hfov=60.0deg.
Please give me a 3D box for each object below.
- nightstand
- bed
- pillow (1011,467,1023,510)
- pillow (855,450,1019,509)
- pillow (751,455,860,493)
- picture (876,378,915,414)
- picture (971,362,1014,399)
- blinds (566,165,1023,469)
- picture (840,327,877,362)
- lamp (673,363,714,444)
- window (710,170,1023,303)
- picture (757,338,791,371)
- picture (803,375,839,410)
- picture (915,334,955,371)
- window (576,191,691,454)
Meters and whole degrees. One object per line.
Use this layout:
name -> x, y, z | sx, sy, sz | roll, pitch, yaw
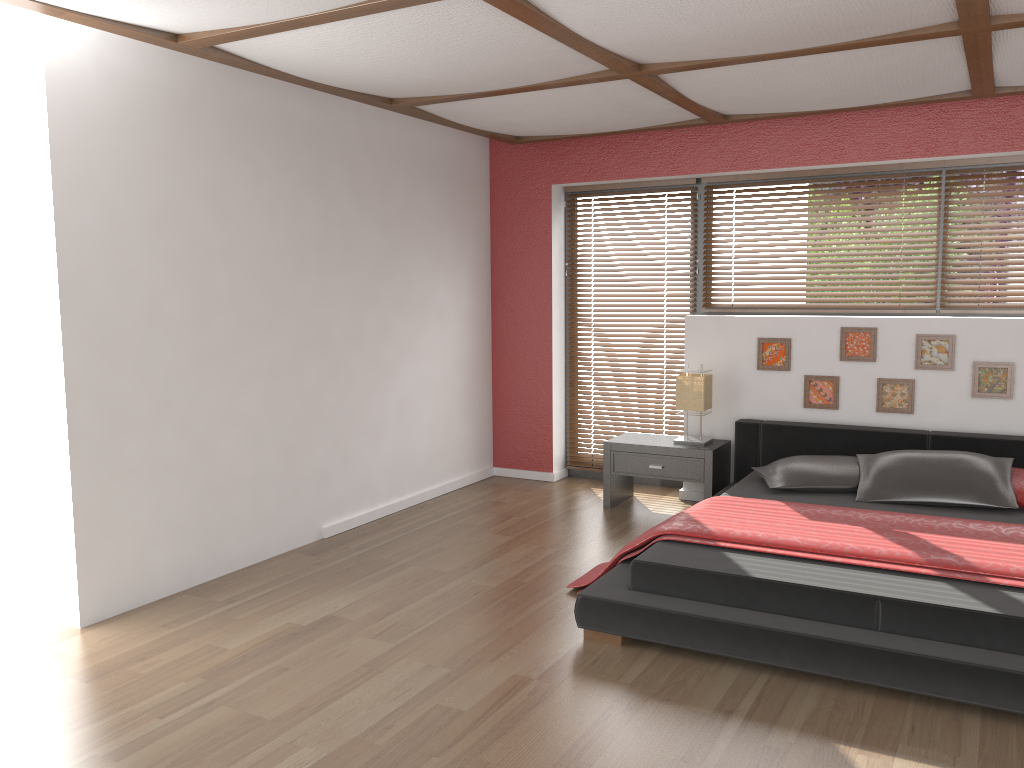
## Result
nightstand -> 0.975, 0.569, 5.594 | 0.700, 0.423, 0.413 | 3, 7, 29
bed -> 1.664, 0.652, 4.067 | 2.469, 0.577, 2.413 | 3, 7, 29
pillow -> 2.532, 0.518, 4.394 | 0.418, 0.172, 0.745 | -6, 8, -42
pillow -> 2.115, 0.463, 4.460 | 0.744, 0.241, 0.386 | 2, 7, 24
pillow -> 1.709, 0.483, 4.788 | 0.745, 0.172, 0.418 | 0, 6, 4
picture -> 2.216, 0.069, 5.126 | 0.200, 0.200, 0.010 | 3, 7, 29
picture -> 2.643, -0.020, 4.877 | 0.200, 0.200, 0.010 | 3, 7, 29
blinds -> 2.515, -0.270, 5.249 | 4.840, 1.952, 0.032 | 3, 7, 29
picture -> 2.028, -0.232, 5.196 | 0.200, 0.200, 0.010 | 3, 7, 29
lamp -> 1.130, 0.114, 5.502 | 0.200, 0.480, 0.200 | 3, 7, 29
window -> 2.546, -0.851, 5.244 | 2.817, 0.786, 0.020 | 3, 7, 29
picture -> 1.606, -0.182, 5.438 | 0.200, 0.200, 0.010 | 3, 7, 29
picture -> 1.857, 0.050, 5.324 | 0.200, 0.200, 0.010 | 3, 7, 29
picture -> 2.386, -0.179, 5.003 | 0.200, 0.200, 0.010 | 3, 7, 29
window -> 0.844, -0.398, 6.247 | 0.889, 1.893, 0.020 | 3, 7, 29
